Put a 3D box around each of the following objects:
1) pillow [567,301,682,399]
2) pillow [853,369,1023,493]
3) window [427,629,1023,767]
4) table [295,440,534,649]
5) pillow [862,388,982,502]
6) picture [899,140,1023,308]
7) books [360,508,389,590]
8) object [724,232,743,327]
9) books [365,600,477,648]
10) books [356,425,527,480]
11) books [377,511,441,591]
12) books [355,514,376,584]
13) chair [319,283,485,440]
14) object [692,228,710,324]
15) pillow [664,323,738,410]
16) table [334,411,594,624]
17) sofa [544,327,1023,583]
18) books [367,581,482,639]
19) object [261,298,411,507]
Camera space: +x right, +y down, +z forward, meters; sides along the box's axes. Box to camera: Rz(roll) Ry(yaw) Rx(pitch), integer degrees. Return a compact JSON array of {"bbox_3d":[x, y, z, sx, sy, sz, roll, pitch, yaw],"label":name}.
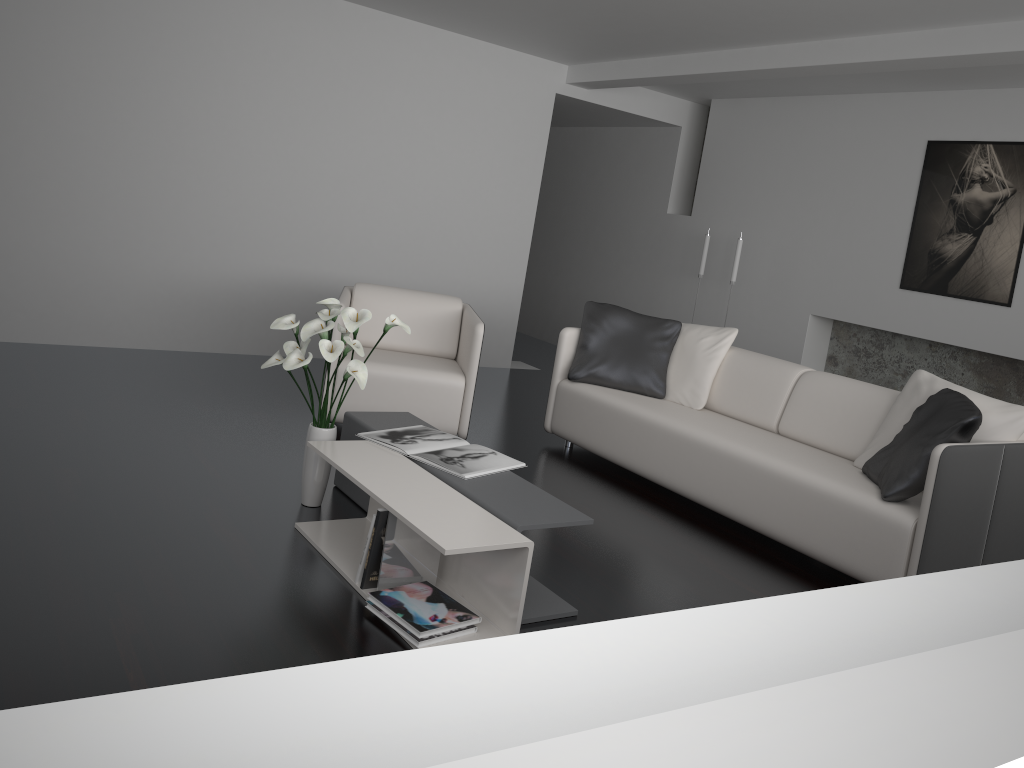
[{"bbox_3d":[0.633,-0.196,4.904,0.567,0.445,0.280,11,6,10],"label":"pillow"},{"bbox_3d":[1.802,0.231,3.717,0.297,0.502,0.598,6,8,-30],"label":"pillow"},{"bbox_3d":[1.081,-0.378,1.003,8.013,1.418,0.112,2,7,-33],"label":"window"},{"bbox_3d":[-0.355,0.477,2.819,0.297,0.310,0.986,4,11,-36],"label":"table"},{"bbox_3d":[1.639,0.242,3.495,0.334,0.432,0.556,11,8,11],"label":"pillow"},{"bbox_3d":[2.888,-1.041,5.585,0.004,0.995,0.758,7,7,-34],"label":"picture"},{"bbox_3d":[-0.339,0.505,2.739,0.232,0.261,0.051,4,6,-36],"label":"books"},{"bbox_3d":[1.647,-0.482,6.788,0.179,1.382,0.183,7,5,-34],"label":"object"},{"bbox_3d":[-0.265,0.676,2.558,0.212,0.016,0.268,-1,14,-43],"label":"books"},{"bbox_3d":[-0.263,0.240,3.271,0.556,0.016,0.358,17,13,36],"label":"books"},{"bbox_3d":[-0.306,0.503,2.726,0.204,0.281,0.007,5,6,-36],"label":"books"},{"bbox_3d":[-0.360,0.510,2.763,0.226,0.236,0.070,4,6,-36],"label":"books"},{"bbox_3d":[-0.610,-0.167,4.862,0.765,0.654,0.934,8,8,-9],"label":"chair"},{"bbox_3d":[1.494,-0.588,7.217,0.179,1.382,0.183,7,5,-34],"label":"object"},{"bbox_3d":[0.932,-0.120,4.933,0.322,0.494,0.594,4,9,-44],"label":"pillow"},{"bbox_3d":[-0.241,0.423,3.210,0.297,0.310,1.281,4,11,-35],"label":"table"},{"bbox_3d":[1.223,0.236,4.313,0.915,0.653,2.280,3,12,-36],"label":"sofa"},{"bbox_3d":[-0.258,0.656,2.582,0.226,0.016,0.268,-1,14,-43],"label":"books"},{"bbox_3d":[-0.700,0.093,3.258,0.383,0.789,0.445,13,7,39],"label":"object"}]
